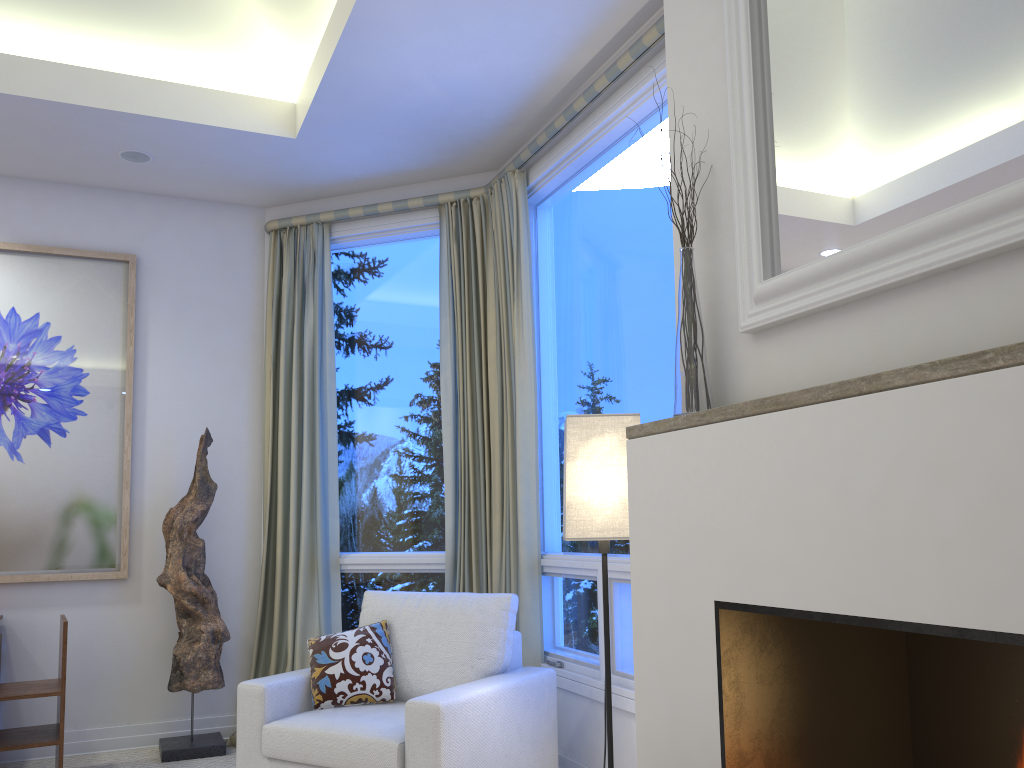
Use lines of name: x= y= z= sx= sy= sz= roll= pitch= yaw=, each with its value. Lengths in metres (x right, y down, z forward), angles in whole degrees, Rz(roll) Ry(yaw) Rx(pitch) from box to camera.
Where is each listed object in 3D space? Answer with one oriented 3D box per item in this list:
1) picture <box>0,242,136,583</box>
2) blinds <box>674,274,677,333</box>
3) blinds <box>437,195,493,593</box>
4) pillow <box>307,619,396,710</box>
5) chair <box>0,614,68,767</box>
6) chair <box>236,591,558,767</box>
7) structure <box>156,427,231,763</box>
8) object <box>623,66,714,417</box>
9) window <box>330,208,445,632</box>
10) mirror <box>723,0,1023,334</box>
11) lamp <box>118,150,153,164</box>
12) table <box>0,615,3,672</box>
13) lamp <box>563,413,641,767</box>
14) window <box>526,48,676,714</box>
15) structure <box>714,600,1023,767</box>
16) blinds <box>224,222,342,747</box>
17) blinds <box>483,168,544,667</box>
picture: x=-2.477 y=0.094 z=3.644 sx=1.681 sy=1.451 sz=0.030 roll=2 pitch=-7 yaw=-24
blinds: x=0.476 y=0.098 z=2.297 sx=0.228 sy=2.354 sz=0.664 roll=1 pitch=-7 yaw=-19
blinds: x=-0.195 y=0.340 z=3.704 sx=0.525 sy=2.357 sz=0.271 roll=-3 pitch=-7 yaw=20
pillow: x=-0.538 y=0.934 z=2.961 sx=0.285 sy=0.270 sz=0.188 roll=1 pitch=-7 yaw=-14
chair: x=-1.862 y=1.192 z=3.300 sx=0.340 sy=0.606 sz=0.342 roll=3 pitch=-8 yaw=-29
chair: x=-0.364 y=1.044 z=2.868 sx=0.808 sy=0.702 sz=0.690 roll=-6 pitch=-9 yaw=31
structure: x=-1.378 y=0.878 z=3.837 sx=0.305 sy=1.385 sz=0.265 roll=2 pitch=-7 yaw=-23
object: x=0.328 y=-0.280 z=1.780 sx=0.189 sy=0.688 sz=0.194 roll=-2 pitch=-6 yaw=4
window: x=0.629 y=-0.230 z=1.331 sx=0.814 sy=2.013 sz=6.887 roll=2 pitch=-9 yaw=-23
mirror: x=0.601 y=-0.626 z=1.363 sx=0.039 sy=0.934 sz=0.845 roll=2 pitch=-8 yaw=-23
lamp: x=-1.580 y=-0.947 z=3.717 sx=0.137 sy=0.014 sz=0.137 roll=-8 pitch=-12 yaw=38
table: x=-2.280 y=1.175 z=3.110 sx=0.741 sy=0.596 sz=0.906 roll=2 pitch=-9 yaw=-23
lamp: x=0.110 y=0.790 z=2.902 sx=0.276 sy=1.198 sz=1.539 roll=0 pitch=-8 yaw=-11
window: x=0.399 y=0.049 z=3.018 sx=0.206 sy=2.014 sz=1.522 roll=2 pitch=-8 yaw=-23
structure: x=0.769 y=0.643 z=1.289 sx=0.476 sy=0.611 sz=0.880 roll=2 pitch=-9 yaw=-23
blinds: x=-1.037 y=0.400 z=3.986 sx=0.643 sy=2.360 sz=0.296 roll=-3 pitch=-7 yaw=18
blinds: x=-0.077 y=0.315 z=3.552 sx=0.267 sy=2.354 sz=0.527 roll=3 pitch=-7 yaw=-30
